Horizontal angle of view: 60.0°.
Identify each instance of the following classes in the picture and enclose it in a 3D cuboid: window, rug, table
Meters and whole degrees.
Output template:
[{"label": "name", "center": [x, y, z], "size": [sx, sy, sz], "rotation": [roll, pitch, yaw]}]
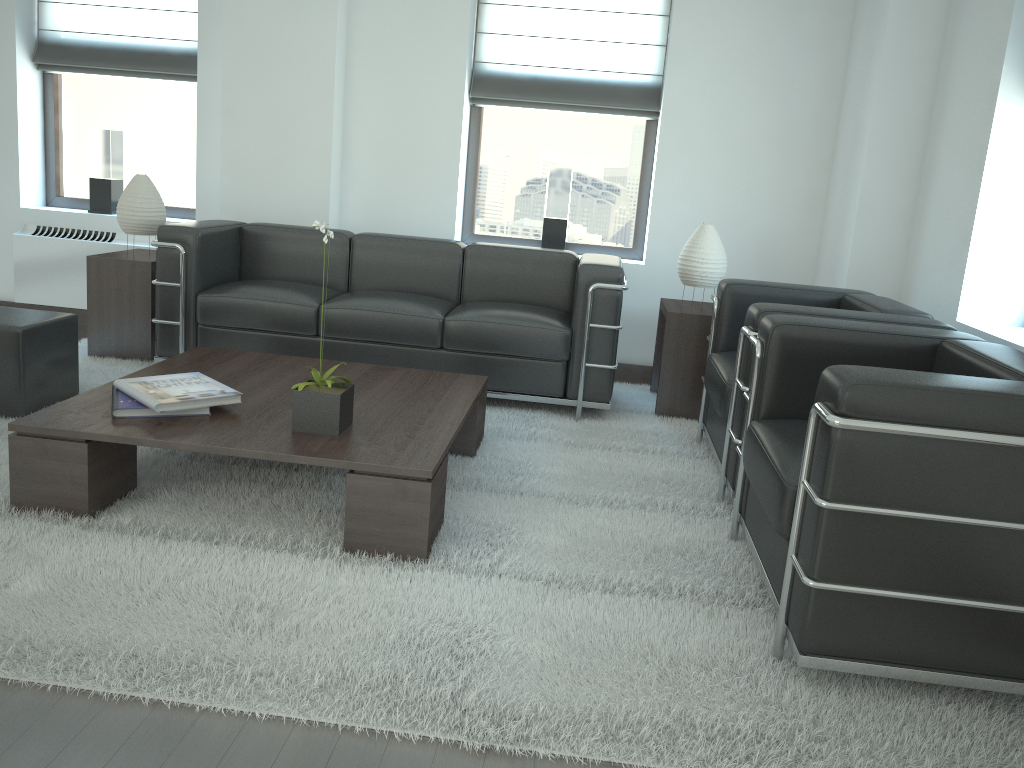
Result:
[{"label": "window", "center": [0.482, -2.566, 8.051], "size": [1.701, 2.715, 0.147], "rotation": [6, 12, 5]}, {"label": "rug", "center": [-0.846, 0.403, 5.298], "size": [6.253, 0.109, 5.201], "rotation": [6, 13, 5]}, {"label": "window", "center": [-3.589, -2.989, 8.387], "size": [1.701, 2.715, 0.147], "rotation": [6, 12, 5]}, {"label": "table", "center": [1.406, -0.183, 6.947], "size": [0.526, 0.840, 0.791], "rotation": [6, 12, 5]}, {"label": "table", "center": [-3.033, -0.644, 7.314], "size": [0.526, 0.840, 0.791], "rotation": [6, 12, 5]}, {"label": "table", "center": [-1.225, 0.276, 4.877], "size": [1.936, 0.438, 1.933], "rotation": [6, 13, 5]}]

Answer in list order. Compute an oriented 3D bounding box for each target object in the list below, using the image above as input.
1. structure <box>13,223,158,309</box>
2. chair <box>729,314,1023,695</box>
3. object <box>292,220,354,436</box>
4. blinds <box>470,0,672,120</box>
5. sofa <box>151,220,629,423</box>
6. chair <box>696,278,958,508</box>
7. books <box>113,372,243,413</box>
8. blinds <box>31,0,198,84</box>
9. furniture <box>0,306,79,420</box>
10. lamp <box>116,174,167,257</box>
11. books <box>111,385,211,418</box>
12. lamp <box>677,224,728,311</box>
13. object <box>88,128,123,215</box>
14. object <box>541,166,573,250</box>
[{"label": "structure", "center": [-3.869, -1.060, 8.219], "size": [1.462, 0.722, 0.194], "rotation": [6, 12, 5]}, {"label": "chair", "center": [1.594, 0.418, 3.709], "size": [1.123, 1.163, 1.656], "rotation": [6, 13, 5]}, {"label": "object", "center": [-0.890, -0.276, 4.229], "size": [0.252, 0.986, 0.337], "rotation": [6, 12, 5]}, {"label": "blinds", "center": [0.524, -3.139, 7.770], "size": [1.686, 1.467, 0.223], "rotation": [6, 12, 5]}, {"label": "sofa", "center": [-0.898, -0.537, 6.876], "size": [3.477, 1.163, 1.130], "rotation": [6, 12, 5]}, {"label": "chair", "center": [1.770, 0.046, 5.354], "size": [1.123, 1.163, 1.656], "rotation": [6, 13, 5]}, {"label": "books", "center": [-1.687, 0.036, 4.476], "size": [0.447, 0.045, 0.521], "rotation": [-8, 18, -43]}, {"label": "blinds", "center": [-3.546, -3.562, 8.106], "size": [1.686, 1.467, 0.223], "rotation": [6, 12, 5]}, {"label": "furniture", "center": [-3.185, -0.150, 5.622], "size": [0.588, 0.575, 0.606], "rotation": [6, 12, 5]}, {"label": "lamp", "center": [-2.970, -1.353, 7.106], "size": [0.374, 0.650, 0.377], "rotation": [7, 12, 9]}, {"label": "books", "center": [-1.781, 0.072, 4.487], "size": [0.446, 0.045, 0.521], "rotation": [-1, 14, -24]}, {"label": "lamp", "center": [1.446, -0.895, 6.742], "size": [0.375, 0.650, 0.376], "rotation": [13, 14, 33]}, {"label": "object", "center": [-3.825, -2.001, 8.361], "size": [0.239, 0.771, 0.245], "rotation": [6, 12, 5]}, {"label": "object", "center": [0.406, -1.562, 8.011], "size": [0.239, 0.771, 0.245], "rotation": [6, 12, 5]}]
